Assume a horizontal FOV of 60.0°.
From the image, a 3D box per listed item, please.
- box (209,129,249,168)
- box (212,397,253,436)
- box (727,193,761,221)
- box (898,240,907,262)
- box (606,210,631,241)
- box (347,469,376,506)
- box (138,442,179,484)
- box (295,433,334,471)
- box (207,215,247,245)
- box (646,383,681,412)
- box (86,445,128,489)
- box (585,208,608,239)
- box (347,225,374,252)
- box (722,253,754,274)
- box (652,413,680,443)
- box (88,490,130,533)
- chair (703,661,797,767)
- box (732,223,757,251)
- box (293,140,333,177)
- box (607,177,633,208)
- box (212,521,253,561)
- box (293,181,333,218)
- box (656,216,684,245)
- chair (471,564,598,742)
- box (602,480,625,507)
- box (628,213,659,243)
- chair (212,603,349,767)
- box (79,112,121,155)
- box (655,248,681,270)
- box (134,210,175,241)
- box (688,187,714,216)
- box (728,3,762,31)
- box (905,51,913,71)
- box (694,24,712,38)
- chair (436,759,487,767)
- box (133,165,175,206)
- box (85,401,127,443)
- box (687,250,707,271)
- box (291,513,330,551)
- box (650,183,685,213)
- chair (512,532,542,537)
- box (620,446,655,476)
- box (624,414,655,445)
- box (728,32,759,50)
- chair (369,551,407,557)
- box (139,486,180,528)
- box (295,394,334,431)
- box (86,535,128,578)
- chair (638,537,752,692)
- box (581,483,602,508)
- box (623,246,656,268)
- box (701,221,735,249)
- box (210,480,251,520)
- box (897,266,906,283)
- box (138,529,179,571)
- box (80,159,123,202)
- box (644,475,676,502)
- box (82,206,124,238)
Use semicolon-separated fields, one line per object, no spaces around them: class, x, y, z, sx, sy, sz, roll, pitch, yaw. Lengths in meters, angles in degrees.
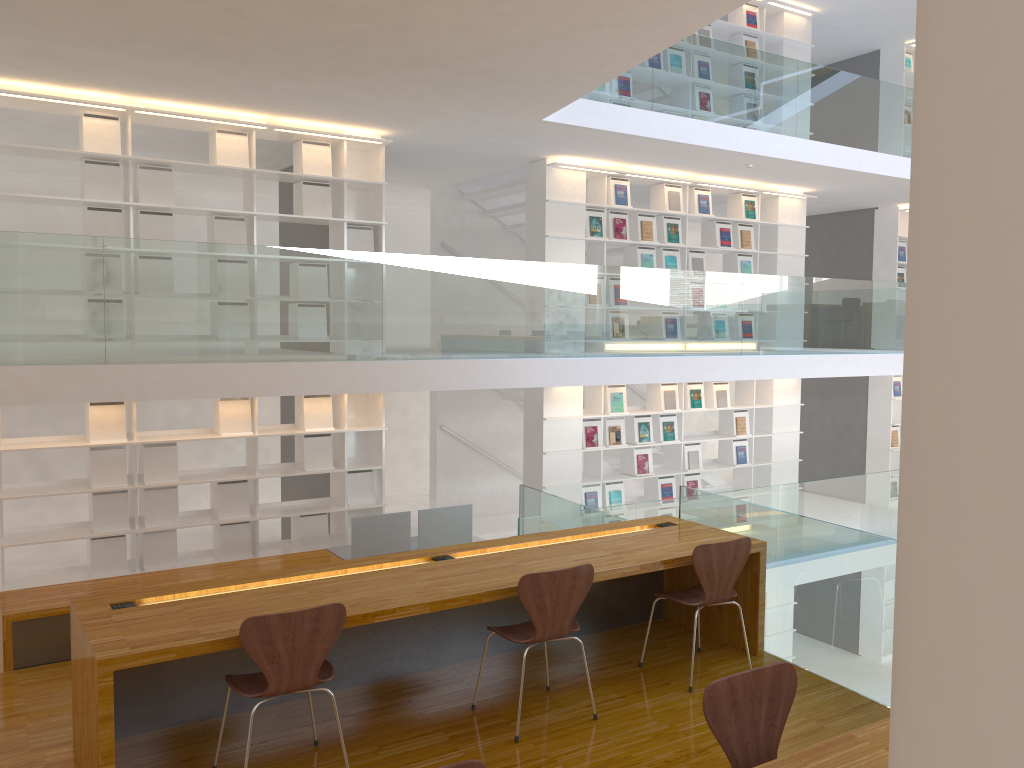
box;-2.203;-1.813;6.915;0.245;0.296;0.274;-2;4;-32
box;-2.222;0.244;7.046;0.245;0.296;0.274;-2;4;-32
box;2.584;-1.956;9.879;0.245;0.296;0.274;-2;4;-32
box;4.949;-1.708;11.475;0.245;0.296;0.274;-2;4;-32
box;1.021;-1.580;8.926;0.245;0.296;0.274;-2;4;-32
box;-1.341;0.873;7.653;0.245;0.296;0.274;-2;4;-32
box;-2.699;0.588;6.770;0.245;0.296;0.274;-2;4;-32
box;-1.655;0.555;7.431;0.245;0.296;0.274;-2;4;-32
box;-2.229;-1.155;6.947;0.245;0.296;0.274;-2;4;-32
box;1.612;0.130;9.406;0.245;0.296;0.274;-2;4;-32
box;-3.005;0.597;6.576;0.245;0.296;0.274;-2;4;-32
box;0.771;-1.573;8.753;0.245;0.296;0.274;-2;4;-32
box;-1.322;-1.184;7.522;0.245;0.296;0.274;-2;4;-32
box;2.538;-1.299;9.896;0.245;0.296;0.274;-2;4;-32
box;1.603;0.458;9.423;0.245;0.296;0.274;-2;4;-32
box;-2.999;0.925;6.602;0.245;0.296;0.274;-2;4;-32
chair;0.790;1.205;2.495;0.428;0.693;0.381;-2;4;-32
box;2.540;-1.627;9.874;0.245;0.296;0.274;-2;4;-32
box;-1.632;-1.829;7.280;0.245;0.296;0.274;-2;4;-32
box;1.031;-1.908;8.895;0.245;0.296;0.274;-2;4;-32
box;-2.239;1.229;7.107;0.245;0.296;0.274;-2;4;-32
box;-1.636;-1.502;7.300;0.245;0.296;0.274;-2;4;-32
box;1.622;-1.598;9.292;0.245;0.296;0.274;-2;4;-32
chair;0.099;1.110;3.888;0.428;0.693;0.381;-2;4;-32
box;0.999;1.133;9.086;0.245;0.296;0.274;-2;4;-32
box;1.331;-1.589;9.107;0.245;0.296;0.274;-2;4;-32
chair;-0.866;1.137;3.321;0.428;0.693;0.381;-2;4;-32
box;-2.983;-1.787;6.424;0.245;0.296;0.274;-2;4;-32
box;1.615;-1.270;9.310;0.245;0.296;0.274;-2;4;-32
box;-2.683;-1.141;6.659;0.245;0.296;0.274;-2;4;-32
box;1.983;-1.938;9.498;0.245;0.296;0.274;-2;4;-32
box;2.555;-3.998;9.719;0.245;0.296;0.274;-2;4;-32
box;4.957;-4.077;11.315;0.245;0.296;0.274;-2;4;-32
box;1.959;-3.650;9.364;0.245;0.296;0.274;-2;4;-32
chair;-0.134;1.237;1.864;0.428;0.693;0.381;-2;4;-32
box;-2.680;-1.469;6.638;0.245;0.296;0.274;-2;4;-32
box;-3.002;0.270;6.555;0.245;0.296;0.274;-2;4;-32
box;1.927;-1.280;9.508;0.245;0.296;0.274;-2;4;-32
box;-1.694;1.212;7.452;0.245;0.296;0.274;-2;4;-32
box;1.631;-1.927;9.275;0.245;0.296;0.274;-2;4;-32
chair;0.196;1.320;5.559;0.428;0.693;0.381;-2;4;-32
box;1.313;0.788;9.262;0.245;0.296;0.274;-2;4;-32
box;1.311;0.460;9.238;0.245;0.296;0.274;-2;4;-32
box;2.559;-3.669;9.744;0.245;0.296;0.274;-2;4;-32
chair;-0.624;1.345;5.039;0.428;0.693;0.381;-2;4;-32
box;-2.702;0.915;6.790;0.245;0.296;0.274;-2;4;-32
box;-1.651;0.228;7.411;0.245;0.296;0.274;-2;4;-32
box;-3.019;1.253;6.613;0.245;0.296;0.274;-2;4;-32
chair;0.919;1.084;4.408;0.428;0.693;0.381;-2;4;-32
box;0.750;1.141;8.928;0.245;0.296;0.274;-2;4;-32
box;1.329;-1.261;9.129;0.245;0.296;0.274;-2;4;-32
box;2.253;-1.621;9.692;0.245;0.296;0.274;-2;4;-32
box;-2.248;0.901;7.078;0.245;0.296;0.274;-2;4;-32
box;4.951;-1.380;11.500;0.245;0.296;0.274;-2;4;-32
box;-2.716;1.244;6.804;0.245;0.296;0.274;-2;4;-32
box;-2.986;-1.460;6.445;0.245;0.296;0.274;-2;4;-32
box;1.593;1.115;9.463;0.245;0.296;0.274;-2;4;-32
box;-2.980;-1.132;6.471;0.245;0.296;0.274;-2;4;-32
